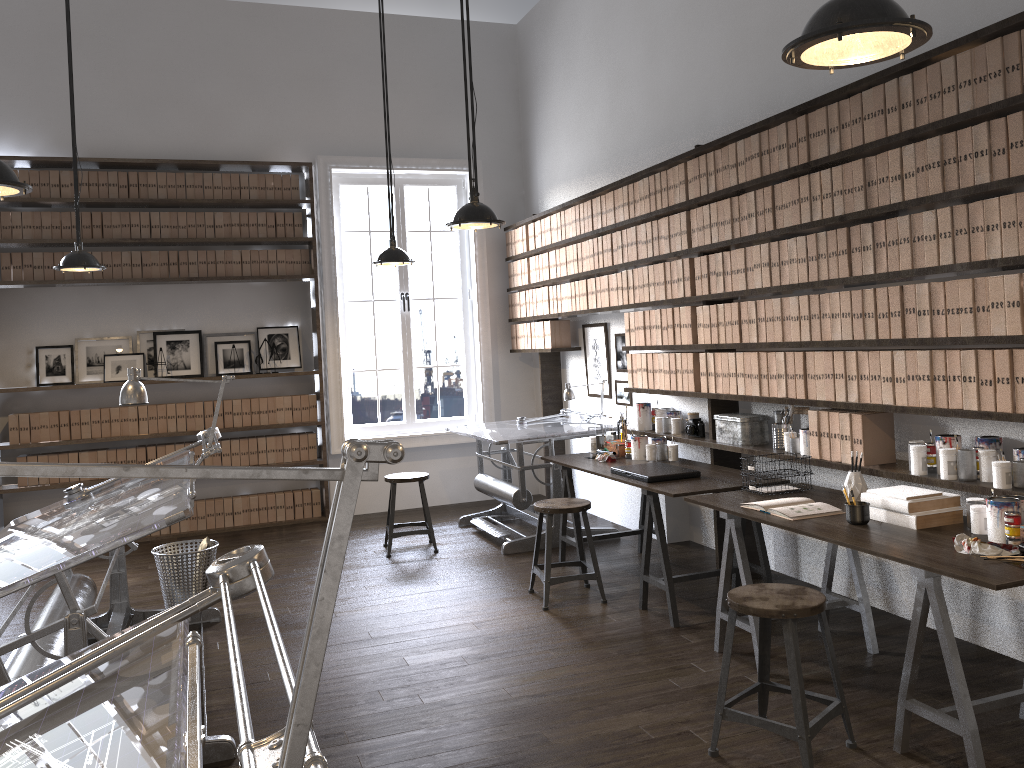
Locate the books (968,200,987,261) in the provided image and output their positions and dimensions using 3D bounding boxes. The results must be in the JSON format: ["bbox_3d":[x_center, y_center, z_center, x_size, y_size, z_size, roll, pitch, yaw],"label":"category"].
[{"bbox_3d":[1.775,-0.558,3.255,0.174,0.226,0.066,-3,0,-20],"label":"books"}]

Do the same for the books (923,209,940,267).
[{"bbox_3d":[1.699,-0.563,3.453,0.175,0.225,0.066,-3,0,-20],"label":"books"}]

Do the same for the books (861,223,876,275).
[{"bbox_3d":[1.583,-0.573,3.771,0.174,0.226,0.066,-3,0,-20],"label":"books"}]

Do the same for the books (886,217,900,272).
[{"bbox_3d":[1.635,-0.569,3.640,0.175,0.226,0.066,-3,0,-20],"label":"books"}]

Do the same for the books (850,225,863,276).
[{"bbox_3d":[1.563,-0.575,3.840,0.175,0.226,0.066,-3,0,-20],"label":"books"}]

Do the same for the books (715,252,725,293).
[{"bbox_3d":[1.203,-0.603,4.819,0.174,0.226,0.066,-3,0,-20],"label":"books"}]

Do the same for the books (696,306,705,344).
[{"bbox_3d":[1.144,-0.332,5.024,0.174,0.226,0.066,-3,0,-20],"label":"books"}]

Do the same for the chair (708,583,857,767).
[{"bbox_3d":[0.895,0.971,2.959,0.371,0.528,0.359,-2,1,43],"label":"chair"}]

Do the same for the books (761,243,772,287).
[{"bbox_3d":[1.343,-0.592,4.432,0.175,0.226,0.067,-3,0,-20],"label":"books"}]

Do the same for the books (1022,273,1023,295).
[{"bbox_3d":[1.859,-0.275,3.056,0.175,0.226,0.066,-3,0,-20],"label":"books"}]

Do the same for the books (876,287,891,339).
[{"bbox_3d":[1.623,-0.294,3.710,0.175,0.225,0.066,-3,0,-20],"label":"books"}]

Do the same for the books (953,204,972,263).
[{"bbox_3d":[1.750,-0.560,3.320,0.175,0.226,0.066,-3,0,-20],"label":"books"}]

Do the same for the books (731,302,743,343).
[{"bbox_3d":[1.260,-0.322,4.696,0.175,0.226,0.067,-3,0,-20],"label":"books"}]

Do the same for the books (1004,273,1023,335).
[{"bbox_3d":[1.831,-0.277,3.121,0.175,0.226,0.067,-3,0,-20],"label":"books"}]

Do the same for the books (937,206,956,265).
[{"bbox_3d":[1.722,-0.561,3.385,0.175,0.226,0.067,-3,0,-20],"label":"books"}]

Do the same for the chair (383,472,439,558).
[{"bbox_3d":[-0.721,0.901,6.184,0.358,0.528,0.371,-3,1,-12],"label":"chair"}]

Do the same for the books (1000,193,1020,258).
[{"bbox_3d":[1.817,-0.554,3.119,0.175,0.226,0.066,-3,0,-20],"label":"books"}]

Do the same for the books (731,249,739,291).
[{"bbox_3d":[1.255,-0.599,4.688,0.175,0.226,0.066,-3,0,-20],"label":"books"}]

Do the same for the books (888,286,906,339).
[{"bbox_3d":[1.643,-0.292,3.639,0.175,0.226,0.067,-3,0,-20],"label":"books"}]

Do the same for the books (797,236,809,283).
[{"bbox_3d":[1.437,-0.584,4.167,0.175,0.226,0.066,-3,0,-20],"label":"books"}]

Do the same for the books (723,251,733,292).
[{"bbox_3d":[1.231,-0.601,4.754,0.174,0.226,0.066,-3,0,-20],"label":"books"}]

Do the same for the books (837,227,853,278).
[{"bbox_3d":[1.532,-0.576,3.908,0.175,0.226,0.067,-3,0,-20],"label":"books"}]

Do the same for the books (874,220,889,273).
[{"bbox_3d":[1.611,-0.571,3.706,0.174,0.226,0.066,-3,0,-20],"label":"books"}]

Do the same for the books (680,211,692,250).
[{"bbox_3d":[1.074,-0.887,5.137,0.175,0.226,0.067,-3,0,-20],"label":"books"}]

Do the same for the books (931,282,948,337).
[{"bbox_3d":[1.722,-0.286,3.437,0.174,0.226,0.066,-3,0,-20],"label":"books"}]

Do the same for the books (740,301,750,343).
[{"bbox_3d":[1.291,-0.321,4.628,0.175,0.226,0.066,-3,0,-20],"label":"books"}]

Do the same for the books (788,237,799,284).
[{"bbox_3d":[1.416,-0.586,4.236,0.174,0.226,0.066,-3,0,-20],"label":"books"}]

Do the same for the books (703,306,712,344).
[{"bbox_3d":[1.165,-0.330,4.955,0.175,0.226,0.066,-3,0,-20],"label":"books"}]

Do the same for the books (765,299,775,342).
[{"bbox_3d":[1.363,-0.315,4.428,0.175,0.226,0.066,-3,0,-20],"label":"books"}]

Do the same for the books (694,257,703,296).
[{"bbox_3d":[1.133,-0.609,5.028,0.175,0.225,0.066,-3,0,-20],"label":"books"}]

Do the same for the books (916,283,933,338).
[{"bbox_3d":[1.694,-0.288,3.502,0.174,0.226,0.066,-3,0,-20],"label":"books"}]

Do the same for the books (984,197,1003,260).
[{"bbox_3d":[1.795,-0.556,3.188,0.174,0.226,0.066,-3,0,-20],"label":"books"}]

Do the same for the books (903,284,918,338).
[{"bbox_3d":[1.674,-0.290,3.570,0.175,0.226,0.066,-3,0,-20],"label":"books"}]

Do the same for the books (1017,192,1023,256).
[{"bbox_3d":[1.839,-0.552,3.056,0.175,0.226,0.067,-3,0,-20],"label":"books"}]

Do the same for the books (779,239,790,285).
[{"bbox_3d":[1.396,-0.588,4.303,0.174,0.226,0.066,-3,0,-20],"label":"books"}]

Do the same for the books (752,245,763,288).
[{"bbox_3d":[1.320,-0.594,4.501,0.175,0.225,0.066,-3,0,-20],"label":"books"}]

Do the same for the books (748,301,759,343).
[{"bbox_3d":[1.311,-0.318,4.559,0.174,0.226,0.066,-3,0,-20],"label":"books"}]

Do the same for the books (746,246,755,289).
[{"bbox_3d":[1.300,-0.595,4.561,0.175,0.225,0.066,-3,0,-20],"label":"books"}]

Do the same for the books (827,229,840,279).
[{"bbox_3d":[1.512,-0.579,3.980,0.175,0.225,0.066,-3,0,-20],"label":"books"}]

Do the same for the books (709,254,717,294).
[{"bbox_3d":[1.183,-0.605,4.888,0.175,0.226,0.066,-3,0,-20],"label":"books"}]

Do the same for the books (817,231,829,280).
[{"bbox_3d":[1.488,-0.580,4.041,0.175,0.225,0.066,-3,0,-20],"label":"books"}]

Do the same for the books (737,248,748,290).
[{"bbox_3d":[1.273,-0.597,4.622,0.175,0.226,0.067,-3,0,-20],"label":"books"}]

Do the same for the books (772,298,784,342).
[{"bbox_3d":[1.380,-0.313,4.362,0.175,0.226,0.067,-3,0,-20],"label":"books"}]

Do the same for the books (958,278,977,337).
[{"bbox_3d":[1.763,-0.282,3.304,0.175,0.226,0.067,-3,0,-20],"label":"books"}]

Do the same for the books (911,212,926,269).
[{"bbox_3d":[1.679,-0.565,3.513,0.175,0.225,0.066,-3,0,-20],"label":"books"}]

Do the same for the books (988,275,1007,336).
[{"bbox_3d":[1.810,-0.279,3.184,0.175,0.225,0.066,-3,0,-20],"label":"books"}]

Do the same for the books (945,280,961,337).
[{"bbox_3d":[1.746,-0.284,3.370,0.175,0.226,0.066,-3,0,-20],"label":"books"}]

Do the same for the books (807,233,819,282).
[{"bbox_3d":[1.462,-0.582,4.099,0.175,0.226,0.067,-3,0,-20],"label":"books"}]

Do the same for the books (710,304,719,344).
[{"bbox_3d":[1.190,-0.328,4.887,0.175,0.226,0.067,-3,0,-20],"label":"books"}]

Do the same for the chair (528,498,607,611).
[{"bbox_3d":[0.288,0.913,4.838,0.358,0.528,0.371,-3,1,-12],"label":"chair"}]

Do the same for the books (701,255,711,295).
[{"bbox_3d":[1.153,-0.607,4.957,0.175,0.226,0.067,-3,0,-20],"label":"books"}]

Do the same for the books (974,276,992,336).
[{"bbox_3d":[1.790,-0.281,3.243,0.175,0.225,0.066,-3,0,-20],"label":"books"}]

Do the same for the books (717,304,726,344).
[{"bbox_3d":[1.216,-0.326,4.829,0.175,0.225,0.066,-3,0,-20],"label":"books"}]

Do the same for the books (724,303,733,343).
[{"bbox_3d":[1.240,-0.325,4.768,0.175,0.225,0.066,-3,0,-20],"label":"books"}]

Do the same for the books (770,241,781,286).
[{"bbox_3d":[1.370,-0.590,4.368,0.175,0.226,0.066,-3,0,-20],"label":"books"}]

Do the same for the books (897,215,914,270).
[{"bbox_3d":[1.652,-0.567,3.574,0.175,0.226,0.067,-3,0,-20],"label":"books"}]

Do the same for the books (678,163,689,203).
[{"bbox_3d":[1.061,-1.163,5.131,0.175,0.226,0.066,-3,0,-20],"label":"books"}]
